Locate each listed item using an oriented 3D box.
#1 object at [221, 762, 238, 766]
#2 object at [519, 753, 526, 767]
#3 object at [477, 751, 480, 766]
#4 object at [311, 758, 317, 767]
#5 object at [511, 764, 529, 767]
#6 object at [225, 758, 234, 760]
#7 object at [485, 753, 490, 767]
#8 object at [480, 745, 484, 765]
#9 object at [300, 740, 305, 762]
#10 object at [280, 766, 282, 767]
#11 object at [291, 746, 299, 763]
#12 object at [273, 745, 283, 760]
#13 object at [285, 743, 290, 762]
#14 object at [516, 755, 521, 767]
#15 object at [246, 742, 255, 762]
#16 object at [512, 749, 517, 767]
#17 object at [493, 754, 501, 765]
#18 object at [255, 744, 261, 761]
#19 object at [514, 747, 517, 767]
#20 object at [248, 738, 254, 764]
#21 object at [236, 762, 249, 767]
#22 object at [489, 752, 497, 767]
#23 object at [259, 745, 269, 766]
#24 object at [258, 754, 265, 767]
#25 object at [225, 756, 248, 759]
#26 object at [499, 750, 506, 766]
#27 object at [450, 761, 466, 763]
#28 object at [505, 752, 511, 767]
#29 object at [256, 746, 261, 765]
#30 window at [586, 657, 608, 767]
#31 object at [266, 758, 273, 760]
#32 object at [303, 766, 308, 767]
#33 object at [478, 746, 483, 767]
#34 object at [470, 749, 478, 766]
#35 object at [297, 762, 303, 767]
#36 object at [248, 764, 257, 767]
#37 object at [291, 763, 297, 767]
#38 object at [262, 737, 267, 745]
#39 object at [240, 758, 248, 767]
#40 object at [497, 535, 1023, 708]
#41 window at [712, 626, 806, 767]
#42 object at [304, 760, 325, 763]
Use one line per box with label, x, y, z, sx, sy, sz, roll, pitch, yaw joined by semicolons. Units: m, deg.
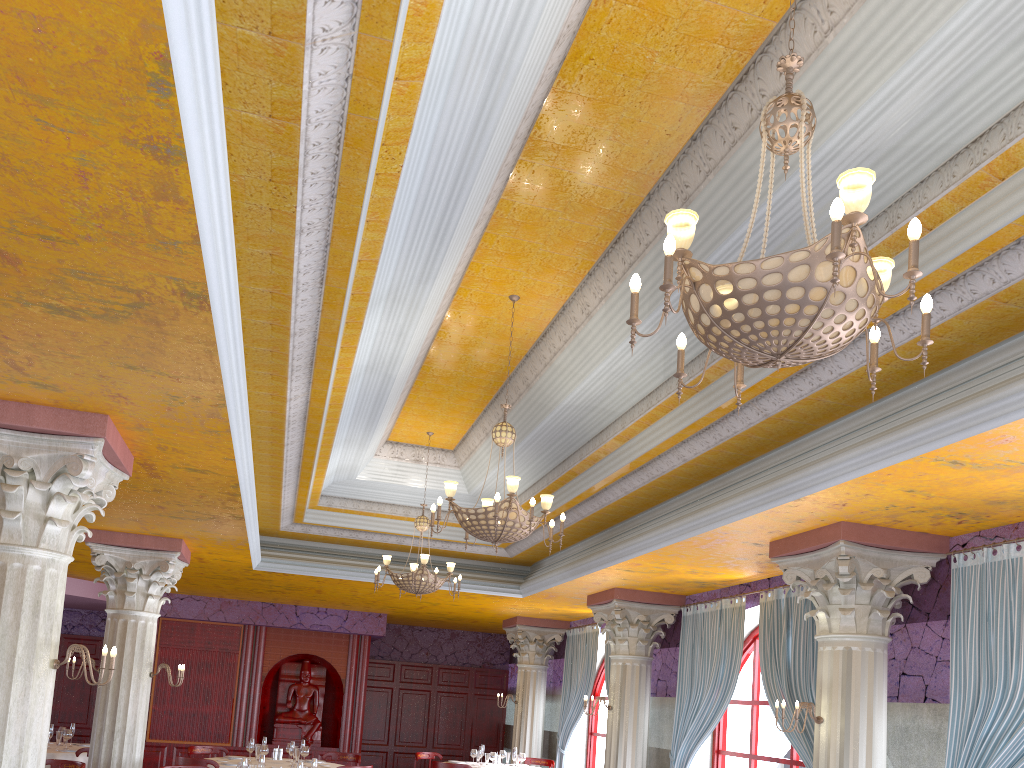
object;-3.595;4.903;11.045;0.315;0.023;0.329;9;-21;-14
object;0.159;6.094;13.831;0.122;0.254;0.127;4;-9;-1
object;-0.555;6.145;14.066;0.087;0.228;0.087;10;-10;-34
object;-2.042;4.017;8.802;0.074;0.323;0.076;-3;-10;44
object;0.130;6.482;14.555;0.315;0.023;0.329;9;-21;-14
object;-3.948;5.217;11.919;0.255;0.003;0.023;-8;-23;29
object;-0.396;5.975;13.584;0.087;0.228;0.087;10;-10;-34
object;-0.495;6.145;14.187;0.074;0.323;0.076;1;-8;21
object;-2.935;5.148;11.987;0.074;0.323;0.076;1;-8;21
object;-2.334;3.951;8.622;0.148;0.203;0.073;12;-11;-35
object;-3.054;5.208;12.038;0.086;0.228;0.088;6;-8;-12
object;-3.226;5.081;11.807;0.148;0.203;0.073;12;-11;-35
object;-3.146;5.215;12.112;0.124;0.254;0.125;8;-10;-23
object;0.087;6.067;13.738;0.087;0.228;0.087;10;-10;-34
object;-3.608;5.063;11.793;0.124;0.254;0.125;8;-10;-23
object;0.034;5.973;13.628;0.074;0.323;0.076;1;-8;21
object;-0.244;6.111;13.990;0.148;0.203;0.073;12;-11;-35
object;-3.537;5.116;11.884;0.085;0.228;0.089;3;-8;10
object;0.048;6.177;14.169;0.074;0.323;0.076;1;-8;21
object;-3.491;4.912;11.463;0.074;0.323;0.076;1;-8;21
object;-2.715;3.933;8.609;0.123;0.254;0.126;-5;-13;43
object;-0.303;5.942;13.513;0.123;0.254;0.126;-5;-13;43
object;-3.285;4.913;11.330;0.124;0.254;0.125;8;-10;-23
object;-2.585;3.985;8.819;0.074;0.323;0.076;1;-8;21
object;-3.892;5.271;12.084;0.314;0.023;0.331;-5;-22;24
object;-0.163;6.245;14.294;0.124;0.254;0.125;8;-10;-23
object;-0.910;6.301;14.267;0.315;0.023;0.329;9;-21;-14
object;-0.072;6.237;14.221;0.085;0.228;0.089;3;-8;10
object;-3.379;4.946;11.401;0.087;0.228;0.087;10;-10;-34
window;2.018;5.492;14.507;0.161;2.433;3.739;6;-16;-14
object;-3.465;5.412;12.358;0.159;0.009;0.168;-5;-22;24
object;-2.162;4.077;8.853;0.086;0.228;0.088;6;-8;-12
object;-0.509;5.941;13.646;0.074;0.323;0.076;1;-8;21
object;-0.625;6.093;13.976;0.122;0.254;0.127;4;-9;-1
object;-2.056;3.813;8.261;0.074;0.323;0.076;1;-8;21
object;-2.645;3.985;8.699;0.086;0.228;0.088;6;-8;-12
object;-2.253;4.085;8.927;0.122;0.254;0.127;4;-9;-1
object;-3.478;5.116;12.004;0.074;0.323;0.076;1;-8;21
object;-2.599;3.781;8.278;0.075;0.323;0.075;7;-8;-23
object;3.344;3.074;7.133;2.108;3.436;30.620;7;-20;-13
window;3.298;3.871;9.939;0.161;2.433;3.739;6;-16;-14
object;-2.852;5.453;12.372;0.322;0.023;0.323;18;-24;-32
